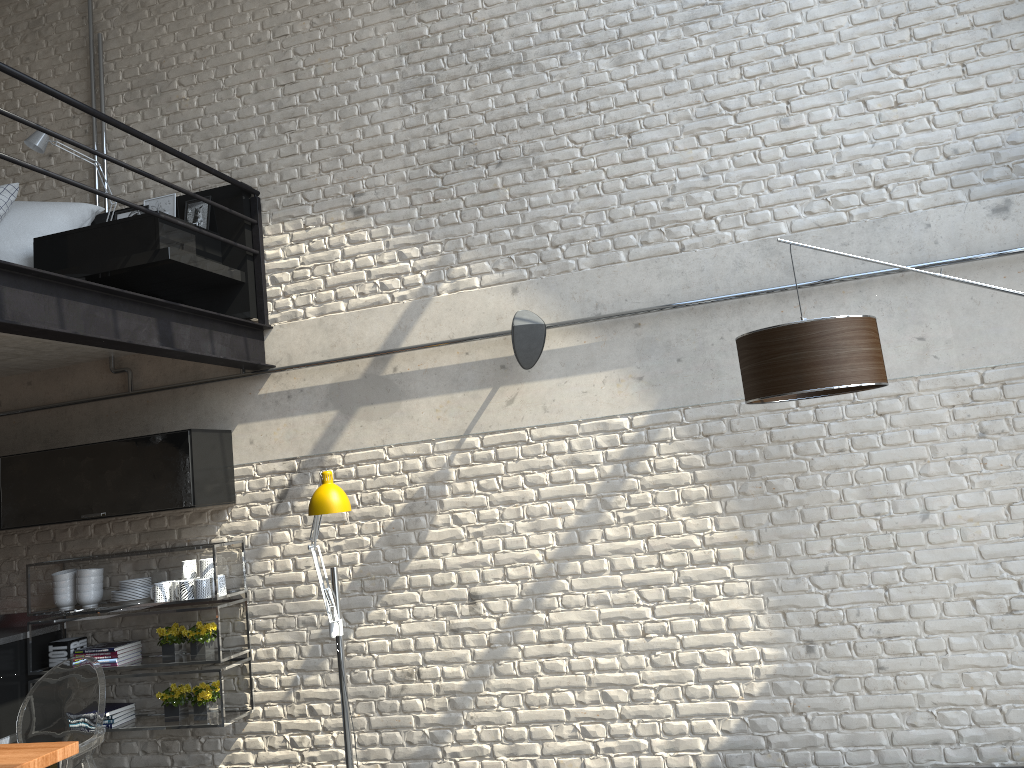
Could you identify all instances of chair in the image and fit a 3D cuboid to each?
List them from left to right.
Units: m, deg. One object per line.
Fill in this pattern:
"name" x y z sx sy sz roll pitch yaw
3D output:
"chair" -1.824 1.590 3.385 0.539 0.950 0.585 -8 -9 10

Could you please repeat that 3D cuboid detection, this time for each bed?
"bed" -4.032 -0.557 4.565 4.467 0.850 2.677 -8 -7 15

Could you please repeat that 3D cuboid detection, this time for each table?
"table" -2.890 1.773 2.968 2.666 0.741 0.921 -8 -8 15

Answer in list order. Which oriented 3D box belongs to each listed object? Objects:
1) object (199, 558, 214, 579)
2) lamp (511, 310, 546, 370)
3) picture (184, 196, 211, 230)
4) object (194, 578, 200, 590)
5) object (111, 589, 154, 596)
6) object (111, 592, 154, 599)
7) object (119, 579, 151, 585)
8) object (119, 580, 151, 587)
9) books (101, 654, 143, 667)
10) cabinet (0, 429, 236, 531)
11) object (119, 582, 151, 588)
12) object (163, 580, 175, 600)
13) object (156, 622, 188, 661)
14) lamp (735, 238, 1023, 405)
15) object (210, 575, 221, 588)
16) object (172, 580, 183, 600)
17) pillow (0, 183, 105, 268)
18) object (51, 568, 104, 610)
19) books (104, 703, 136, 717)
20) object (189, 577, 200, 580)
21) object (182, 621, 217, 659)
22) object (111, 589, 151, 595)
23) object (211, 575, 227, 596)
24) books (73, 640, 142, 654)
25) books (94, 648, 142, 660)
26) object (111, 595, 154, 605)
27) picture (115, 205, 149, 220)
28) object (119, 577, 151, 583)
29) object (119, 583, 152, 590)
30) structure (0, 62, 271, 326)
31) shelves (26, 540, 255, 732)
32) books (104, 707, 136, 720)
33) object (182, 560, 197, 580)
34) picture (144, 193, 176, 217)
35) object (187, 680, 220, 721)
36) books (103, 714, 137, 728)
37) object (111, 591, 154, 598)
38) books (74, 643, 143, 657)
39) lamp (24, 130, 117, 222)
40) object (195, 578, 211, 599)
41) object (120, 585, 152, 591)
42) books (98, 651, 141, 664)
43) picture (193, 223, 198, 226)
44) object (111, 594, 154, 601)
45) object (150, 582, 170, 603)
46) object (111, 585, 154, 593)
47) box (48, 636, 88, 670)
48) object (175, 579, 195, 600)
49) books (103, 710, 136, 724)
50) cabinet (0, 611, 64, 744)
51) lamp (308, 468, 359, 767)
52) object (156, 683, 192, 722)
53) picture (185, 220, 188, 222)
"object" -1.684 1.020 4.903 0.083 0.101 0.107 -7 -8 5
"lamp" 0.082 -0.227 4.559 0.178 0.309 0.354 -6 -8 -3
"picture" -1.870 -0.989 5.252 0.174 0.252 0.055 -9 -10 15
"object" -1.735 1.129 4.911 0.082 0.101 0.108 -11 -9 30
"object" -2.129 1.187 5.004 0.252 0.031 0.249 -5 -6 -16
"object" -2.127 1.203 5.001 0.252 0.031 0.249 -5 -6 -16
"object" -2.134 1.130 5.014 0.170 0.030 0.170 -9 -7 20
"object" -2.133 1.139 5.012 0.170 0.030 0.170 -9 -7 20
"books" -2.282 1.570 5.004 0.292 0.021 0.210 -8 -6 15
"cabinet" -3.521 0.731 5.439 3.884 0.426 0.397 -8 -8 15
"object" -2.132 1.148 5.011 0.170 0.030 0.170 -9 -7 20
"object" -1.938 1.160 4.980 0.083 0.101 0.107 0 -10 -40
"object" -1.882 1.426 4.915 0.181 0.194 0.175 -13 -10 37
"lamp" 1.927 0.460 3.488 1.844 2.352 0.551 -7 -9 2
"object" -1.663 1.127 4.971 0.083 0.101 0.107 0 -10 -40
"object" -1.846 1.143 4.927 0.083 0.101 0.107 -7 -8 5
"pillow" -3.673 -0.790 5.161 2.132 0.740 1.136 -8 -7 14
"object" -2.518 1.183 5.135 0.309 0.219 0.149 -8 -9 13
"books" -2.289 1.825 4.959 0.277 0.024 0.200 -9 -7 25
"object" -1.793 1.146 5.001 0.082 0.101 0.108 -9 -8 15
"object" -1.701 1.400 4.866 0.174 0.194 0.182 -11 -9 28
"object" -2.130 1.179 5.005 0.252 0.031 0.249 -5 -6 -16
"object" -1.628 1.113 4.875 0.082 0.101 0.108 -11 -9 30
"books" -2.291 1.492 5.017 0.292 0.021 0.210 -9 -6 18
"books" -2.286 1.531 5.011 0.292 0.021 0.210 -8 -6 13
"object" -2.126 1.219 4.998 0.252 0.031 0.249 -5 -6 -16
"picture" -2.315 -0.937 5.370 0.243 0.278 0.046 -9 -10 15
"object" -2.135 1.122 5.015 0.170 0.030 0.170 -9 -7 20
"object" -2.132 1.156 5.009 0.170 0.030 0.170 -9 -7 20
"structure" -3.585 0.550 3.234 3.777 3.374 4.752 -9 -8 16
"shelves" -2.100 1.419 4.973 1.247 0.936 0.286 -9 -10 15
"books" -2.288 1.846 4.952 0.278 0.024 0.199 -8 -6 13
"object" -1.812 1.039 4.939 0.082 0.101 0.108 -11 -9 30
"picture" -2.126 -0.982 5.337 0.226 0.317 0.033 -9 -10 15
"object" -1.665 1.716 4.817 0.181 0.194 0.175 -13 -10 37
"books" -2.283 1.889 4.945 0.278 0.024 0.200 -8 -6 15
"object" -2.128 1.195 5.002 0.252 0.031 0.249 -5 -6 -16
"books" -2.287 1.512 5.019 0.292 0.021 0.210 -8 -6 16
"lamp" -2.564 -1.138 5.157 0.482 0.695 0.168 -4 -10 -19
"object" -1.680 1.113 4.824 0.083 0.101 0.107 -7 -8 5
"object" -2.131 1.165 5.008 0.170 0.030 0.170 -9 -7 20
"books" -2.286 1.550 5.001 0.292 0.021 0.210 -8 -6 15
"picture" -1.901 -0.905 5.222 0.096 0.088 0.030 -9 -10 15
"object" -2.126 1.211 4.999 0.252 0.031 0.249 -5 -6 -16
"object" -1.944 1.152 4.897 0.083 0.101 0.107 0 -10 -40
"object" -2.131 1.171 5.006 0.252 0.031 0.249 -5 -6 -16
"box" -2.543 1.541 5.069 0.150 0.152 0.149 -9 -8 15
"object" -1.789 1.129 4.855 0.083 0.101 0.107 0 -10 -40
"books" -2.287 1.867 4.943 0.278 0.024 0.199 -8 -6 10
"cabinet" -4.286 1.953 4.433 2.739 1.015 2.415 -8 -7 15
"lamp" -0.361 1.153 4.083 1.563 1.634 0.627 -11 -10 28
"object" -1.841 1.741 4.860 0.174 0.194 0.182 -11 -9 28
"picture" -2.007 -0.907 5.249 0.174 0.122 0.051 -9 -9 15
